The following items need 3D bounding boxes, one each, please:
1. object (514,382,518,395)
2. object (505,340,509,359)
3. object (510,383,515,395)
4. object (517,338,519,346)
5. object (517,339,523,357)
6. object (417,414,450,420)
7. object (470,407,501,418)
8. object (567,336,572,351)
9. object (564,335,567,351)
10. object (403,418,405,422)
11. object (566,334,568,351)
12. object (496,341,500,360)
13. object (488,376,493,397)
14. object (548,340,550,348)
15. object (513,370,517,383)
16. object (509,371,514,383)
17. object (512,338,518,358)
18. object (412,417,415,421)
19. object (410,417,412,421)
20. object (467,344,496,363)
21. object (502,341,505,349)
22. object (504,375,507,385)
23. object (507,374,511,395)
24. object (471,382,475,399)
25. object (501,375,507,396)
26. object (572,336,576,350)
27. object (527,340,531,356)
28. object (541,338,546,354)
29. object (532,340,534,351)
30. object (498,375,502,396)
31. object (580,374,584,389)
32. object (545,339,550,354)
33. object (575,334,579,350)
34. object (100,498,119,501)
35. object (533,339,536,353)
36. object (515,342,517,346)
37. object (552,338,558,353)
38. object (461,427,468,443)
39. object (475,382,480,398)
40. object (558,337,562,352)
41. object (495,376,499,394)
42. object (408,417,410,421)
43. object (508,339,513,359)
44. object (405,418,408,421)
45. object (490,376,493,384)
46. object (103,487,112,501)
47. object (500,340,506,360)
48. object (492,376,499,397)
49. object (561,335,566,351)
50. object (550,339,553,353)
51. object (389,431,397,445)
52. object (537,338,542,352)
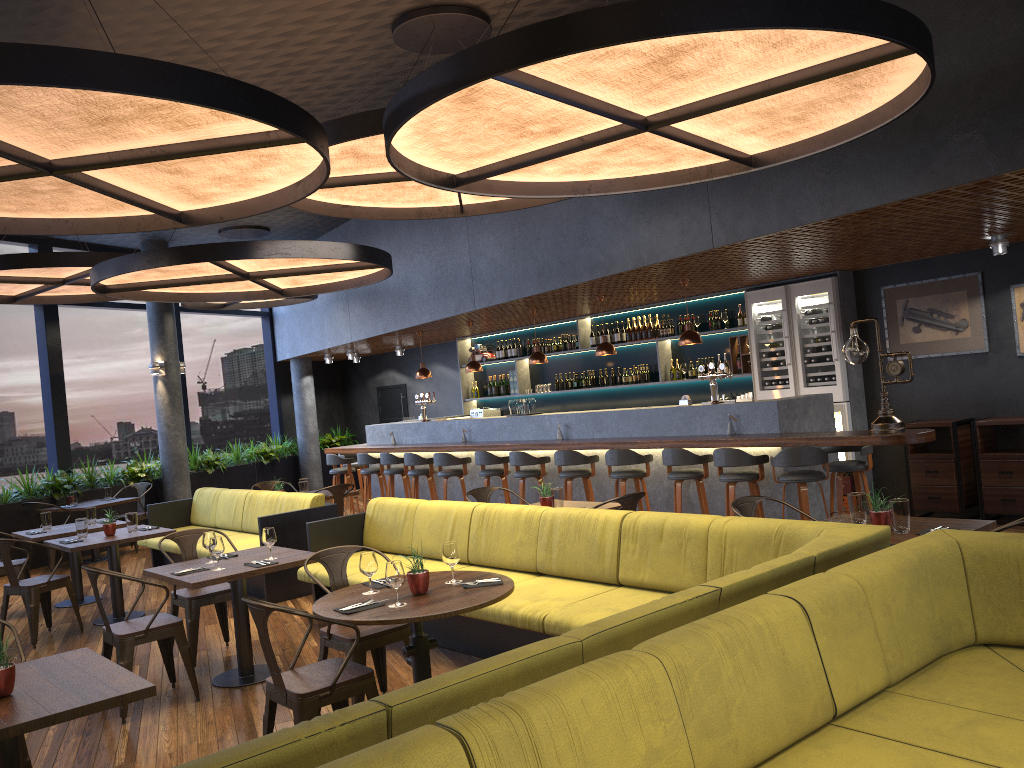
[{"bbox_3d":[0.099,0.070,14.086,0.080,0.192,0.098,-5,-1,-41],"label":"object"},{"bbox_3d":[-0.084,-0.552,14.329,0.085,0.310,0.086,-5,-1,-30],"label":"object"},{"bbox_3d":[0.034,0.077,14.162,0.080,0.192,0.098,-5,-1,-41],"label":"object"},{"bbox_3d":[0.113,-0.572,14.103,0.085,0.310,0.086,-5,0,0],"label":"object"},{"bbox_3d":[0.122,-0.556,13.955,0.083,0.301,0.083,-5,-1,-33],"label":"object"},{"bbox_3d":[-1.244,0.501,14.477,0.766,0.106,0.200,-5,-1,-41],"label":"object"},{"bbox_3d":[-0.492,0.668,14.636,0.550,0.569,0.355,-5,-1,-41],"label":"object"},{"bbox_3d":[0.849,-0.603,13.081,0.068,0.217,0.068,-6,-1,34],"label":"object"},{"bbox_3d":[0.804,-0.614,13.357,0.063,0.254,0.063,-5,-1,-33],"label":"object"},{"bbox_3d":[-1.707,0.565,14.012,0.042,0.059,0.042,-5,-1,-43],"label":"object"},{"bbox_3d":[0.840,-0.618,13.276,0.063,0.254,0.063,-5,0,-13],"label":"object"},{"bbox_3d":[-0.217,-0.539,14.343,0.085,0.310,0.086,-5,0,-7],"label":"object"},{"bbox_3d":[-0.354,0.041,14.559,0.094,0.340,0.094,-5,0,-18],"label":"object"},{"bbox_3d":[0.576,-0.572,13.587,0.068,0.217,0.068,-5,-1,-36],"label":"object"},{"bbox_3d":[0.081,-0.122,14.087,0.080,0.192,0.098,-5,-1,-41],"label":"object"},{"bbox_3d":[0.017,-0.115,14.165,0.080,0.192,0.098,-5,-1,-41],"label":"object"},{"bbox_3d":[0.041,-0.566,14.041,0.085,0.310,0.086,-5,0,-7],"label":"object"},{"bbox_3d":[-1.565,0.553,14.140,0.042,0.059,0.042,-5,-1,-43],"label":"object"},{"bbox_3d":[-1.604,0.556,14.108,0.042,0.059,0.042,-5,-1,-43],"label":"object"},{"bbox_3d":[-0.519,-0.510,14.802,0.229,0.319,0.579,-5,-1,-41],"label":"object"},{"bbox_3d":[-0.145,-0.546,14.405,0.085,0.310,0.086,-5,0,0],"label":"object"},{"bbox_3d":[-0.120,0.018,14.466,0.094,0.340,0.094,-5,-1,-31],"label":"object"},{"bbox_3d":[-0.043,0.010,14.389,0.094,0.340,0.094,-5,0,-18],"label":"object"},{"bbox_3d":[-0.657,0.105,15.041,0.079,0.281,0.079,-5,0,-22],"label":"object"},{"bbox_3d":[-0.136,0.019,14.339,0.094,0.340,0.094,-5,0,-1],"label":"object"},{"bbox_3d":[0.924,-0.609,13.137,0.068,0.217,0.068,-5,-1,-36],"label":"object"},{"bbox_3d":[0.258,-0.559,13.779,0.063,0.254,0.063,-6,-1,32],"label":"object"},{"bbox_3d":[0.481,-0.581,13.702,0.063,0.254,0.063,-5,0,-3],"label":"object"},{"bbox_3d":[0.347,-0.567,13.840,0.063,0.254,0.063,-6,0,27],"label":"object"},{"bbox_3d":[-0.185,0.025,14.540,0.094,0.340,0.094,-5,0,-18],"label":"object"},{"bbox_3d":[1.053,-0.043,13.160,0.088,0.224,0.088,-6,0,24],"label":"object"},{"bbox_3d":[0.532,-0.569,13.453,0.068,0.217,0.068,-6,-1,39],"label":"object"},{"bbox_3d":[0.964,-0.618,12.989,0.088,0.224,0.088,-5,0,-26],"label":"object"},{"bbox_3d":[-5.494,1.571,12.137,0.255,0.019,0.157,-6,0,25],"label":"object"},{"bbox_3d":[0.355,-0.569,13.710,0.063,0.254,0.063,-6,0,22],"label":"object"},{"bbox_3d":[0.053,-0.566,14.176,0.085,0.310,0.086,-5,0,-13],"label":"object"},{"bbox_3d":[0.646,-0.584,13.363,0.088,0.224,0.088,-6,-1,44],"label":"object"},{"bbox_3d":[-0.637,0.676,11.822,0.114,0.203,0.069,-5,0,10],"label":"object"},{"bbox_3d":[-0.596,0.099,14.974,0.079,0.281,0.079,-5,-1,-37],"label":"object"},{"bbox_3d":[0.732,-0.592,13.425,0.088,0.224,0.088,-6,-1,44],"label":"object"},{"bbox_3d":[-0.262,0.033,14.608,0.094,0.340,0.094,-5,-1,-35],"label":"object"},{"bbox_3d":[-1.630,0.559,14.065,0.042,0.059,0.042,-5,-1,-43],"label":"object"},{"bbox_3d":[-0.024,-0.559,14.121,0.085,0.310,0.086,-5,0,-22],"label":"object"},{"bbox_3d":[-1.671,0.562,14.042,0.042,0.059,0.042,-5,-1,-43],"label":"object"},{"bbox_3d":[-0.336,0.041,14.685,0.094,0.340,0.094,-5,0,-5],"label":"object"},{"bbox_3d":[-5.455,1.486,11.969,0.102,0.178,0.102,-6,-1,41],"label":"object"},{"bbox_3d":[-0.159,-0.545,14.271,0.085,0.310,0.086,-5,0,-13],"label":"object"},{"bbox_3d":[-0.280,0.034,14.492,0.094,0.340,0.094,-5,0,-27],"label":"object"},{"bbox_3d":[0.765,-0.611,13.228,0.063,0.254,0.063,-5,0,7],"label":"object"},{"bbox_3d":[0.608,-0.576,13.507,0.068,0.217,0.068,-5,0,-21],"label":"object"},{"bbox_3d":[-1.771,0.794,13.133,0.114,0.203,0.069,-5,0,7],"label":"object"},{"bbox_3d":[0.420,-0.576,13.604,0.063,0.254,0.063,-5,0,-23],"label":"object"}]
